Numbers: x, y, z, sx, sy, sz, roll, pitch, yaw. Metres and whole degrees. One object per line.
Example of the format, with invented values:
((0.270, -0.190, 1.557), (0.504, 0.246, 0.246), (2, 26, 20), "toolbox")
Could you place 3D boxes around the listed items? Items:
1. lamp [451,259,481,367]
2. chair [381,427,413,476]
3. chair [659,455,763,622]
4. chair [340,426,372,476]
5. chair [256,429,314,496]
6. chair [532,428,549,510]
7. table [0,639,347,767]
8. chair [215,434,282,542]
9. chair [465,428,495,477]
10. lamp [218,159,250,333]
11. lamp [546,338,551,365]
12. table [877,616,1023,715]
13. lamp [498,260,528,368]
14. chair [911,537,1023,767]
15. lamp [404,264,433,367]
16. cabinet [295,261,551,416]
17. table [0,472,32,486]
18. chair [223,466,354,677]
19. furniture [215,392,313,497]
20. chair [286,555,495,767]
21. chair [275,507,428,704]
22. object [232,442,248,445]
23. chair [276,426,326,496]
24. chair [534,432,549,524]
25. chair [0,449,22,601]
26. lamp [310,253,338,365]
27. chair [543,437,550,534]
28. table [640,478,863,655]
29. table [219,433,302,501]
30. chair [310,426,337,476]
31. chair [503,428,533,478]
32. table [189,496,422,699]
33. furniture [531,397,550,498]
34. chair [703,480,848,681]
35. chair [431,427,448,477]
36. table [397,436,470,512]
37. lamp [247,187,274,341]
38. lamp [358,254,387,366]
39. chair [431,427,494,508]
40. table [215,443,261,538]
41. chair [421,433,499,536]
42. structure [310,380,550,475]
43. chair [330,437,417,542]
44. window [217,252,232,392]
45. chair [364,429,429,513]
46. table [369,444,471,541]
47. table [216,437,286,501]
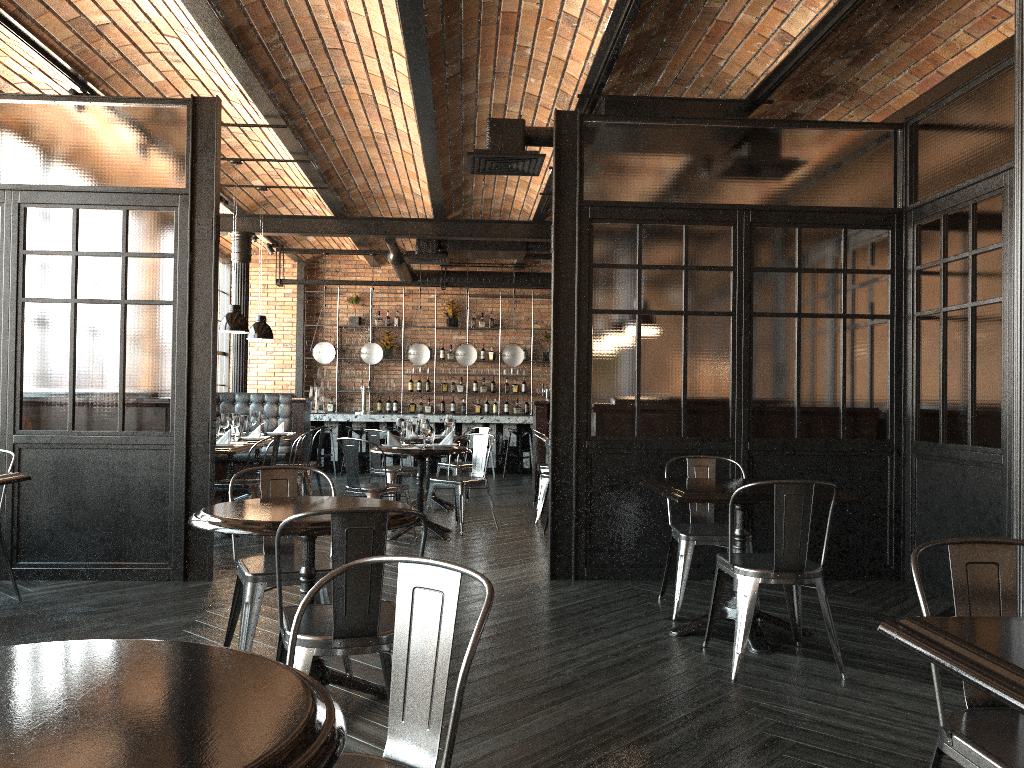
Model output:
((-0.705, -1.136, 13.862), (0.340, 1.754, 0.340), (0, -1, 43), "lamp")
((-1.721, 1.003, 13.281), (0.475, 0.737, 0.414), (1, -1, -8), "chair")
((1.120, 0.852, 5.043), (0.504, 0.857, 0.558), (1, -1, 2), "chair")
((-2.284, 0.995, 13.251), (0.475, 0.737, 0.414), (1, -1, 2), "chair")
((-2.191, 0.863, 8.516), (0.558, 0.857, 0.504), (1, -1, -8), "chair")
((0.490, 0.916, 9.690), (0.558, 0.857, 0.504), (1, -1, -3), "chair")
((-0.664, 0.818, 1.160), (0.866, 0.758, 0.866), (2, -1, -45), "table")
((-2.225, 0.845, 7.394), (0.558, 0.857, 0.504), (1, -1, 2), "chair")
((-0.501, 1.020, 13.346), (0.475, 0.737, 0.414), (1, -1, -8), "chair")
((-2.651, -1.321, 8.506), (0.291, 1.653, 0.291), (0, -1, 22), "lamp")
((0.758, -1.116, 13.940), (0.340, 1.754, 0.340), (0, -1, 43), "lamp")
((1.208, 0.847, 1.416), (0.872, 0.758, 0.872), (1, -1, -3), "table")
((0.026, -1.126, 13.901), (0.340, 1.754, 0.340), (0, -1, 43), "lamp")
((1.173, 0.804, 1.926), (0.504, 0.857, 0.558), (1, -1, -3), "chair")
((-1.437, -1.146, 13.823), (0.340, 1.754, 0.340), (0, -1, 43), "lamp")
((-2.066, -0.425, 15.535), (7.075, 3.779, 0.564), (1, -1, -3), "cabinet")
((-2.996, 0.837, 4.301), (0.872, 0.758, 0.872), (1, -1, -3), "table")
((-0.986, 0.806, 3.877), (0.504, 0.857, 0.558), (1, -1, -23), "chair")
((-3.359, 0.669, 8.429), (1.979, 1.212, 5.451), (1, -1, -3), "furniture")
((-0.333, 0.779, 1.593), (0.504, 0.857, 0.558), (0, -1, 37), "chair")
((-0.539, 0.797, 2.885), (0.504, 0.857, 0.558), (1, -1, -18), "chair")
((-2.422, 0.509, 7.658), (0.255, 0.019, 0.157), (1, -1, -3), "object")
((-2.305, 0.877, 9.555), (0.558, 0.857, 0.504), (1, -1, 2), "chair")
((0.489, 0.899, 8.608), (0.558, 0.857, 0.504), (1, -1, 7), "chair")
((-3.029, 0.794, 4.810), (0.504, 0.857, 0.558), (1, -1, 2), "chair")
((-2.901, -1.167, 13.745), (0.340, 1.754, 0.340), (0, -1, 43), "lamp")
((0.557, 0.884, 7.559), (0.558, 0.857, 0.504), (1, -1, -13), "chair")
((1.165, 0.895, 4.523), (0.872, 0.758, 0.872), (1, -1, -3), "table")
((-2.749, 0.922, 9.562), (0.872, 0.758, 0.872), (1, -1, -3), "table")
((-2.854, 0.987, 13.221), (0.475, 0.737, 0.414), (1, -1, -13), "chair")
((0.117, 1.028, 13.379), (0.475, 0.737, 0.414), (1, -1, 2), "chair")
((-0.782, 0.851, 3.392), (0.866, 0.758, 0.866), (1, -1, -15), "table")
((1.367, 0.735, 8.678), (1.979, 1.212, 5.451), (1, -1, -3), "furniture")
((1.178, 0.837, 4.012), (0.504, 0.857, 0.558), (1, -1, -3), "chair")
((-1.141, 1.011, 13.312), (0.475, 0.737, 0.414), (1, -1, 7), "chair")
((-0.885, 0.944, 9.416), (0.866, 0.758, 0.866), (1, -1, -40), "table")
((-2.710, -1.305, 9.607), (0.291, 1.653, 0.291), (0, -1, 42), "lamp")
((-2.169, -1.157, 13.784), (0.340, 1.754, 0.340), (0, -1, 43), "lamp")
((-0.527, 0.904, 9.801), (0.558, 0.857, 0.504), (1, -1, -38), "chair")
((-2.632, 0.889, 7.372), (0.872, 0.758, 0.872), (1, -1, -3), "table")
((-0.448, 0.877, 7.964), (0.504, 0.857, 0.558), (0, -1, 37), "chair")
((-0.657, 0.689, 14.453), (5.346, 1.430, 1.930), (1, -1, -3), "structure")
((-1.126, 0.856, 7.206), (0.504, 0.857, 0.558), (0, -1, 37), "chair")
((-4.497, -0.635, 7.151), (0.168, 3.253, 16.179), (1, -1, -3), "window")
((-1.210, 0.884, 9.039), (0.504, 0.857, 0.558), (0, -1, 42), "chair")
((-0.787, 0.917, 7.583), (0.866, 0.758, 0.866), (1, -1, -40), "table")
((-2.690, 0.905, 8.460), (0.872, 0.758, 0.872), (1, -1, -3), "table")
